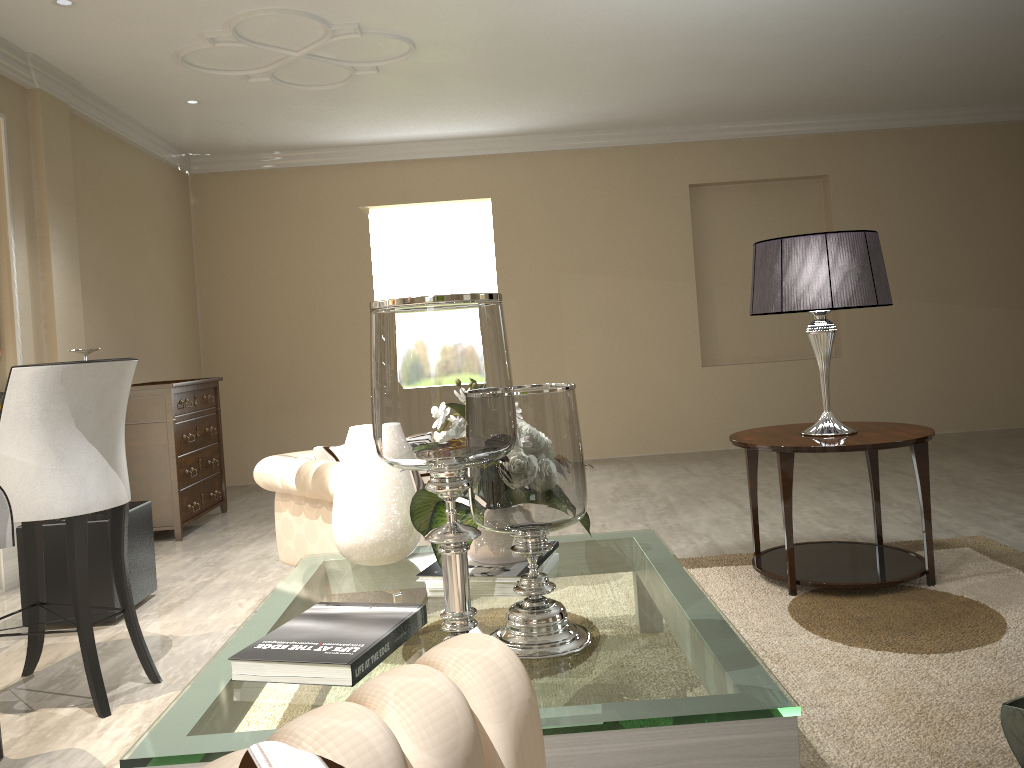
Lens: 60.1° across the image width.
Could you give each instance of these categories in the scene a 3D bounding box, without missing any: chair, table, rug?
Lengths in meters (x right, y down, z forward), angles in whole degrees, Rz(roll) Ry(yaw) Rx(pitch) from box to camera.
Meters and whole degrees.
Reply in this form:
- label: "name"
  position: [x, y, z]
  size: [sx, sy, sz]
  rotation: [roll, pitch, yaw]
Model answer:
- label: "chair"
  position: [-1.286, 0.452, 1.828]
  size: [0.458, 0.951, 0.541]
  rotation: [-4, 1, -26]
- label: "table"
  position: [-1.582, 0.662, 3.325]
  size: [0.330, 0.359, 0.392]
  rotation: [-4, 2, -1]
- label: "table"
  position: [1.123, 0.419, 3.094]
  size: [0.674, 0.498, 0.674]
  rotation: [-4, 2, -3]
- label: "chair"
  position: [-0.414, 0.500, 3.278]
  size: [0.851, 0.551, 0.732]
  rotation: [-6, 3, -41]
- label: "chair"
  position: [0.107, 0.597, 0.664]
  size: [0.848, 0.552, 0.712]
  rotation: [-3, 2, 34]
- label: "table"
  position: [-0.075, 0.680, 2.021]
  size: [1.057, 0.345, 1.302]
  rotation: [-4, 3, -1]
- label: "rug"
  position: [0.527, 0.773, 1.957]
  size: [2.671, 0.022, 2.974]
  rotation: [-4, 3, -1]
- label: "chair"
  position: [-1.294, 0.418, 2.488]
  size: [0.541, 0.951, 0.458]
  rotation: [-4, 0, 14]

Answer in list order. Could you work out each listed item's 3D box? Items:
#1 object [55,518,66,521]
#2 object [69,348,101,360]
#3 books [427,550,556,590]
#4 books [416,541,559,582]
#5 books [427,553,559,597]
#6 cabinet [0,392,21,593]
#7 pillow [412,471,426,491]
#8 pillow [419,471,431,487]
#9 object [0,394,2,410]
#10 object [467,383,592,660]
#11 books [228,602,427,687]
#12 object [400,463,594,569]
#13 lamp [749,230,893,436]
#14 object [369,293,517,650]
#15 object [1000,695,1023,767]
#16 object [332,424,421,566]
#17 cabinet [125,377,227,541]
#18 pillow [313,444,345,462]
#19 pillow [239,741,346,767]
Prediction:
- label: "object"
  position: [-1.629, 0.280, 3.227]
  size: [0.121, 0.417, 0.121]
  rotation: [-4, 0, 4]
- label: "object"
  position: [-1.608, 0.173, 3.379]
  size: [0.121, 0.613, 0.121]
  rotation: [-4, 0, -6]
- label: "books"
  position: [-0.043, 0.467, 2.258]
  size: [0.254, 0.019, 0.337]
  rotation: [-3, 3, 13]
- label: "books"
  position: [-0.052, 0.450, 2.263]
  size: [0.274, 0.016, 0.342]
  rotation: [-3, 3, 16]
- label: "books"
  position: [-0.039, 0.485, 2.263]
  size: [0.254, 0.019, 0.344]
  rotation: [-3, 3, 15]
- label: "cabinet"
  position: [-2.741, 0.501, 3.749]
  size: [1.232, 0.840, 0.510]
  rotation: [-5, 1, -25]
- label: "pillow"
  position: [-0.429, 0.347, 3.315]
  size: [0.126, 0.187, 0.239]
  rotation: [-4, 2, 35]
- label: "pillow"
  position: [-0.397, 0.315, 3.486]
  size: [0.252, 0.223, 0.164]
  rotation: [-5, 1, -38]
- label: "object"
  position: [-2.357, -0.013, 3.825]
  size: [0.204, 0.458, 0.238]
  rotation: [-4, 1, 2]
- label: "object"
  position: [0.034, 0.259, 1.767]
  size: [0.236, 0.505, 0.236]
  rotation: [-4, 0, -3]
- label: "books"
  position: [-0.359, 0.520, 1.797]
  size: [0.259, 0.044, 0.352]
  rotation: [-3, 3, 17]
- label: "object"
  position: [-0.031, 0.211, 2.249]
  size: [0.510, 0.474, 0.547]
  rotation: [-4, 2, 0]
- label: "lamp"
  position: [1.081, -0.170, 3.096]
  size: [0.475, 0.681, 0.474]
  rotation: [-5, 1, -26]
- label: "object"
  position: [-0.109, 0.191, 1.552]
  size: [0.250, 0.683, 0.251]
  rotation: [-4, 0, 4]
- label: "object"
  position: [0.866, 0.542, 1.221]
  size: [0.196, 0.178, 0.375]
  rotation: [-5, 2, -25]
- label: "object"
  position: [-0.388, 0.311, 2.519]
  size: [0.252, 0.385, 0.252]
  rotation: [-4, 1, -6]
- label: "cabinet"
  position: [-1.919, 0.398, 4.920]
  size: [0.427, 0.813, 0.825]
  rotation: [-4, 1, -1]
- label: "pillow"
  position: [-0.576, 0.333, 3.228]
  size: [0.183, 0.249, 0.281]
  rotation: [-4, 2, 22]
- label: "pillow"
  position: [-0.092, 0.432, 0.656]
  size: [0.198, 0.269, 0.299]
  rotation: [-5, 2, -31]
